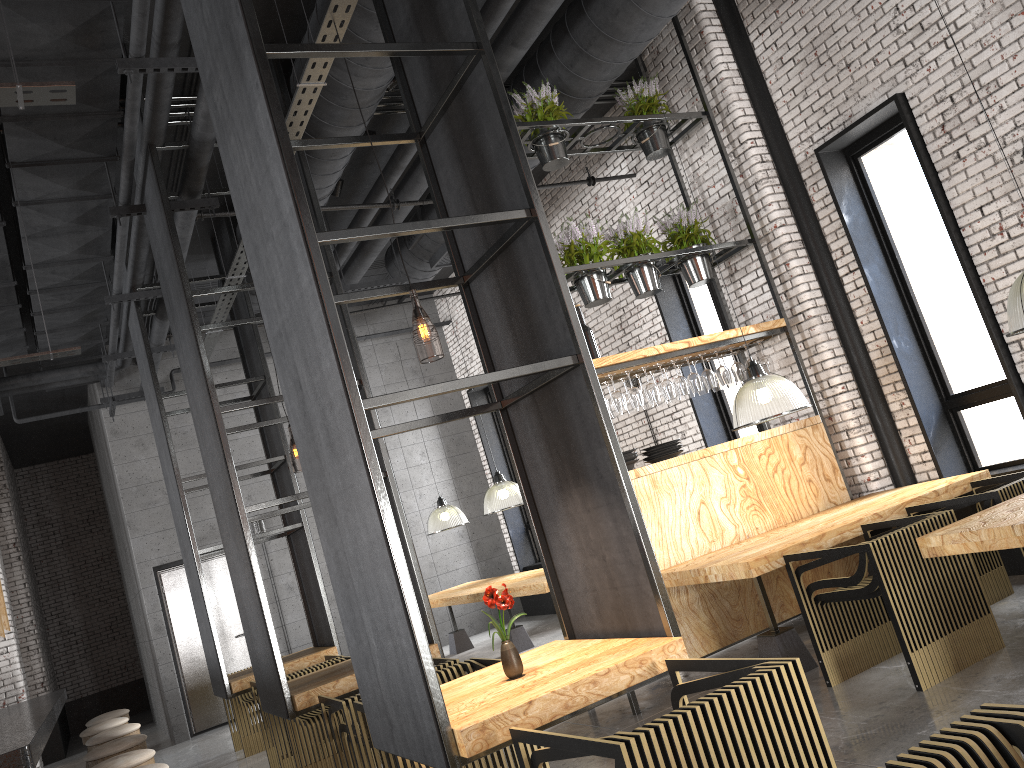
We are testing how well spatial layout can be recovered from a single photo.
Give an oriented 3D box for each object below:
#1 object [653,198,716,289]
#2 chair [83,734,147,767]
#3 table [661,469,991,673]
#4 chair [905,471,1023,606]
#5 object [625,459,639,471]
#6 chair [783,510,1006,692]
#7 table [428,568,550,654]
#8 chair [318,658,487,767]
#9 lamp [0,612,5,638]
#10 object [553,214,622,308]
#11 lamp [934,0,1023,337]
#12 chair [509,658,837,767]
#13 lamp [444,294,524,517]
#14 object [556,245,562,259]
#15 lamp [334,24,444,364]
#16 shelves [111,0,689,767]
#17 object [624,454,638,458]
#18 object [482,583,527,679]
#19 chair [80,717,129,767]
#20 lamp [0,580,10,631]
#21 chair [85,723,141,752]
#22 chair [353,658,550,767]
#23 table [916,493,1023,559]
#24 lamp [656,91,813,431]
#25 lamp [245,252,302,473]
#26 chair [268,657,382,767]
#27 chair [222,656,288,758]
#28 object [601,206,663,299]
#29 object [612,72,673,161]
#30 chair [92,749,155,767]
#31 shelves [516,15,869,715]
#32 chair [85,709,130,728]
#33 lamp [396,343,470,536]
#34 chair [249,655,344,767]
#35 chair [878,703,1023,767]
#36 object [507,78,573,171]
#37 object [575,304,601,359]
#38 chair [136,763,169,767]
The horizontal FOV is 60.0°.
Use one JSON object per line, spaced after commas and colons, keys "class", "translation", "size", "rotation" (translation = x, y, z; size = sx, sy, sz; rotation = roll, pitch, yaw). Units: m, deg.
{"class": "object", "translation": [1.418, -1.060, 7.069], "size": [0.417, 0.561, 0.465], "rotation": [-16, -9, -9]}
{"class": "chair", "translation": [-2.136, 2.416, 5.007], "size": [0.438, 0.808, 0.480], "rotation": [-20, -10, 20]}
{"class": "table", "translation": [2.092, 1.250, 5.647], "size": [2.120, 0.766, 0.995], "rotation": [-12, -10, -28]}
{"class": "chair", "translation": [2.892, 0.955, 5.215], "size": [0.658, 0.732, 0.635], "rotation": [-12, -11, -30]}
{"class": "object", "translation": [0.783, 0.595, 6.232], "size": [0.257, 0.068, 0.256], "rotation": [-14, -9, -21]}
{"class": "chair", "translation": [2.002, 1.148, 4.706], "size": [0.658, 0.732, 0.635], "rotation": [-12, -10, -28]}
{"class": "table", "translation": [-0.047, 2.528, 9.608], "size": [1.002, 0.766, 4.115], "rotation": [-12, -10, -28]}
{"class": "chair", "translation": [-0.587, 1.956, 4.802], "size": [0.658, 0.732, 0.635], "rotation": [-12, -10, -26]}
{"class": "lamp", "translation": [-3.926, 1.071, 6.465], "size": [0.127, 1.612, 0.126], "rotation": [-12, -11, -28]}
{"class": "object", "translation": [0.557, -0.864, 6.636], "size": [0.468, 0.561, 0.414], "rotation": [-11, -11, -33]}
{"class": "lamp", "translation": [2.189, -1.443, 4.231], "size": [0.536, 2.413, 0.535], "rotation": [-18, -10, 8]}
{"class": "chair", "translation": [0.509, 1.271, 2.582], "size": [0.658, 0.732, 0.635], "rotation": [-12, -11, -29]}
{"class": "lamp", "translation": [-0.389, 0.154, 9.368], "size": [0.536, 2.413, 0.535], "rotation": [-18, -10, 8]}
{"class": "object", "translation": [0.138, -0.778, 6.367], "size": [0.466, 0.561, 0.416], "rotation": [-22, -10, 26]}
{"class": "lamp", "translation": [-0.557, -0.855, 3.769], "size": [0.108, 1.604, 0.108], "rotation": [-23, -11, 33]}
{"class": "shelves", "translation": [-1.642, -0.137, 5.999], "size": [1.005, 4.380, 6.117], "rotation": [-12, -10, -28]}
{"class": "object", "translation": [0.774, 0.565, 6.239], "size": [0.257, 0.076, 0.256], "rotation": [-17, -9, -3]}
{"class": "object", "translation": [-0.016, 0.959, 3.475], "size": [0.156, 0.356, 0.171], "rotation": [-20, -10, 19]}
{"class": "chair", "translation": [-2.989, 2.920, 6.554], "size": [0.439, 0.808, 0.478], "rotation": [-12, -11, -29]}
{"class": "lamp", "translation": [-4.204, 1.214, 7.033], "size": [0.127, 1.552, 0.126], "rotation": [-12, -11, -28]}
{"class": "chair", "translation": [-2.495, 2.657, 5.842], "size": [0.439, 0.808, 0.478], "rotation": [-9, -12, -39]}
{"class": "chair", "translation": [-0.267, 1.753, 4.133], "size": [0.658, 0.732, 0.635], "rotation": [-13, -10, -25]}
{"class": "table", "translation": [2.968, 0.694, 3.818], "size": [2.120, 0.766, 0.995], "rotation": [-12, -10, -28]}
{"class": "lamp", "translation": [1.350, -0.910, 5.985], "size": [0.536, 2.413, 0.535], "rotation": [-18, -10, 8]}
{"class": "lamp", "translation": [-1.621, -0.180, 5.991], "size": [0.108, 1.604, 0.108], "rotation": [-20, -10, 18]}
{"class": "chair", "translation": [-1.342, 2.439, 6.402], "size": [0.658, 0.732, 0.635], "rotation": [-12, -10, -29]}
{"class": "chair", "translation": [-2.394, 3.107, 8.601], "size": [0.658, 0.732, 0.635], "rotation": [-12, -10, -29]}
{"class": "object", "translation": [0.968, -0.953, 6.869], "size": [0.415, 0.561, 0.467], "rotation": [-20, -10, 18]}
{"class": "object", "translation": [1.115, -2.126, 7.244], "size": [0.417, 0.561, 0.465], "rotation": [-14, -10, -18]}
{"class": "chair", "translation": [-1.797, 2.188, 4.217], "size": [0.481, 0.808, 0.437], "rotation": [-9, -12, -39]}
{"class": "shelves", "translation": [0.900, -0.483, 6.659], "size": [2.337, 5.035, 0.686], "rotation": [-12, -11, -28]}
{"class": "chair", "translation": [-3.241, 3.129, 7.391], "size": [0.479, 0.808, 0.439], "rotation": [-22, -11, 30]}
{"class": "lamp", "translation": [-1.105, 0.608, 10.861], "size": [0.536, 2.413, 0.535], "rotation": [-19, -10, 13]}
{"class": "chair", "translation": [-1.633, 2.631, 7.056], "size": [0.658, 0.732, 0.635], "rotation": [-12, -10, -27]}
{"class": "chair", "translation": [0.889, 0.945, 1.245], "size": [0.658, 0.732, 0.635], "rotation": [-12, -10, -29]}
{"class": "object", "translation": [0.254, -1.932, 6.802], "size": [0.466, 0.561, 0.416], "rotation": [-20, -10, 20]}
{"class": "object", "translation": [0.541, -0.350, 6.422], "size": [0.097, 0.472, 0.098], "rotation": [-25, -12, 39]}
{"class": "chair", "translation": [-1.540, 2.027, 3.694], "size": [0.437, 0.808, 0.481], "rotation": [-24, -11, 35]}
